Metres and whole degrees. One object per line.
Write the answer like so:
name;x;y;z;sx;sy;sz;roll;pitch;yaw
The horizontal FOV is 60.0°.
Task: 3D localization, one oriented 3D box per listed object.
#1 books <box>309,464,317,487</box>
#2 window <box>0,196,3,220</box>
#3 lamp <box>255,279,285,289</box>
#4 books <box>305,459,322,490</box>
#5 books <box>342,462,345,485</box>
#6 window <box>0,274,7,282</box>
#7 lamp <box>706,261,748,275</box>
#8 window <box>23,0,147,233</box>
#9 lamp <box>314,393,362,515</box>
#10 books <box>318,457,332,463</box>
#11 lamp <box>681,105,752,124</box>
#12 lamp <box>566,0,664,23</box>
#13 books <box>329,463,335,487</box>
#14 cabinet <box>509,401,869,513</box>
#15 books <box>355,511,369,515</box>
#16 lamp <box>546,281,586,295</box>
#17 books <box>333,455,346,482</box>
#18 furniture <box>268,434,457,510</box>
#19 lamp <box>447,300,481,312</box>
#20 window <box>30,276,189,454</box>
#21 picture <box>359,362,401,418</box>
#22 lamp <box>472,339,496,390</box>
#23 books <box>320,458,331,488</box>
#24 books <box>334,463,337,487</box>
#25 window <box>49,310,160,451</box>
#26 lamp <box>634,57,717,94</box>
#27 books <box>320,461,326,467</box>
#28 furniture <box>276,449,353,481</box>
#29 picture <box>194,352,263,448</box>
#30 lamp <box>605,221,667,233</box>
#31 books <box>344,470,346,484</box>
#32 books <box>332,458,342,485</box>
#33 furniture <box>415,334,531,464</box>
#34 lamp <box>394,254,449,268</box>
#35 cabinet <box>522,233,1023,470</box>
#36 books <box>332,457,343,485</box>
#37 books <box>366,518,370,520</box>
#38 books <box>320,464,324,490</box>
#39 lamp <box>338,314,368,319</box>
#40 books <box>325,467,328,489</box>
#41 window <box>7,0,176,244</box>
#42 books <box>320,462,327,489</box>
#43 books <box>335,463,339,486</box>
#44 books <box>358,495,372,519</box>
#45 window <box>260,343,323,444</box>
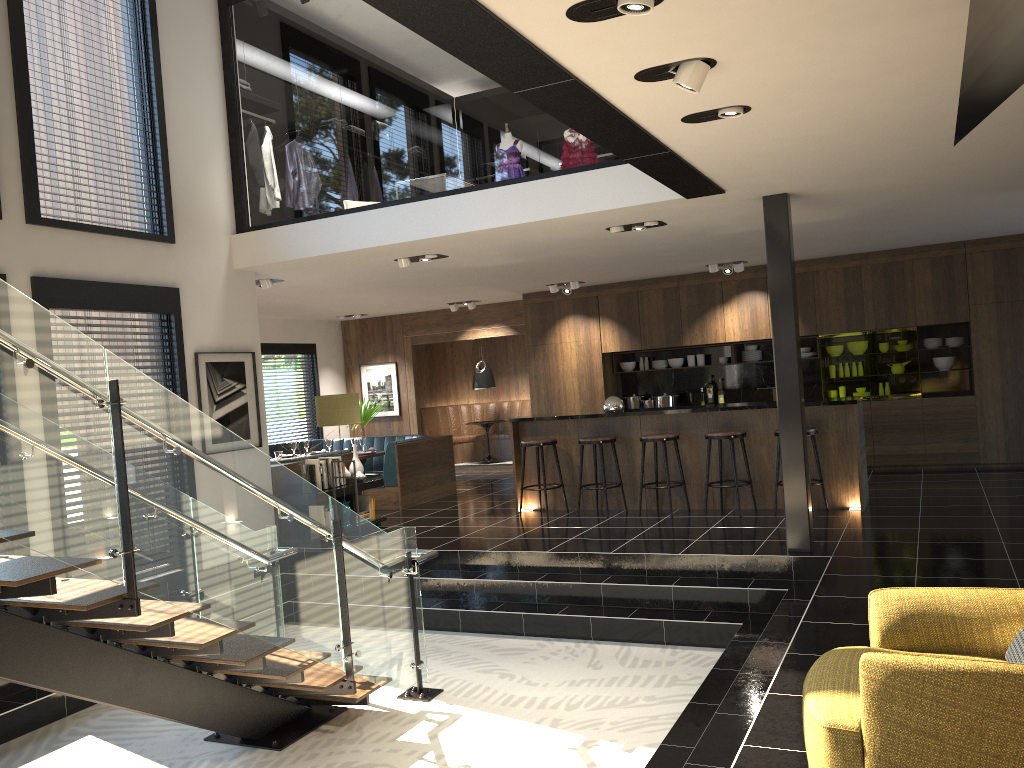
books;-2.034;0.940;8.894;0.156;0.263;0.026;-4;1;25
window;-4.135;-2.353;5.673;0.358;2.476;1.392;-4;1;25
lamp;-2.689;-1.110;9.424;0.502;0.248;0.349;-4;1;25
books;-1.992;0.912;8.906;0.160;0.312;0.035;-4;1;25
books;-1.821;0.929;9.268;0.162;0.250;0.028;-4;1;25
window;-3.946;0.497;5.671;0.358;2.476;1.497;-4;1;25
lamp;2.670;-1.505;11.027;0.502;0.280;0.349;-4;1;25
window;-3.520;-2.406;7.143;0.005;2.297;1.220;-4;1;25
lamp;-1.746;0.829;8.662;0.637;1.445;0.437;-5;1;-39
books;-1.910;0.908;9.123;0.155;0.306;0.032;-4;1;25
lamp;1.006;-1.392;4.395;0.346;0.158;0.195;-4;1;25
lamp;0.345;-1.327;2.994;0.346;0.177;0.195;-4;1;25
books;-1.903;0.933;9.089;0.202;0.255;0.025;-4;1;25
cabinet;1.764;0.788;9.269;3.565;0.994;0.698;-4;1;25
books;-1.662;1.384;9.442;0.156;0.025;0.274;-4;0;29
lamp;0.724;-1.356;11.952;0.502;0.294;0.349;-4;1;25
books;-1.818;0.899;9.349;0.131;0.307;0.022;-4;1;25
furniture;-2.230;1.162;11.762;2.610;0.822;1.364;-4;0;25
lamp;-0.735;-1.260;13.564;0.502;0.280;0.349;-4;1;25
window;-3.244;0.437;7.157;0.358;2.476;1.392;-4;1;25
picture;-2.246;0.105;15.043;0.749;0.911;0.028;-4;1;25
lamp;-0.490;-0.405;14.481;0.389;0.974;0.389;-5;1;-21
books;-1.938;0.914;9.074;0.169;0.298;0.032;-4;1;25
books;-1.885;0.936;9.143;0.149;0.246;0.023;-4;1;25
window;-3.305;0.441;7.195;0.005;2.297;1.220;-4;1;25
lamp;0.678;-1.320;3.695;0.346;0.247;0.195;-4;1;25
books;-1.952;0.924;9.046;0.141;0.280;0.031;-4;1;25
furniture;-3.189;1.243;9.824;2.610;0.822;1.364;-4;0;25
picture;-2.595;0.163;8.152;0.028;0.911;0.748;-4;1;25
lamp;1.067;-1.411;7.636;0.502;0.195;0.349;-4;0;25
books;-1.816;0.940;9.324;0.129;0.227;0.026;-4;1;25
books;-1.851;0.916;9.223;0.155;0.280;0.028;-4;1;25
furniture;-0.261;0.112;14.929;2.639;2.335;1.174;-4;1;25
lamp;-0.878;-1.251;8.562;0.502;0.231;0.349;-4;1;25
cabinet;3.542;-0.211;11.841;6.895;2.691;0.869;-4;1;25
books;-1.846;0.908;9.249;0.177;0.294;0.025;-4;1;25
books;-1.656;1.458;9.444;0.156;0.025;0.274;-4;0;22
books;-1.986;0.936;8.940;0.173;0.262;0.030;-4;1;25
lamp;-2.606;-1.157;14.452;0.502;0.213;0.349;-4;1;25
books;-1.953;0.957;9.017;0.170;0.214;0.025;-4;1;25
window;-3.459;-2.410;7.105;0.358;2.476;1.392;-4;1;25
books;-1.956;0.927;8.986;0.160;0.276;0.030;-4;1;25
books;-1.879;0.931;9.171;0.194;0.255;0.034;-4;1;25
books;-1.597;1.334;9.589;0.156;0.263;0.026;-4;1;25
window;-3.625;0.512;14.121;0.312;2.374;1.504;-4;1;25
